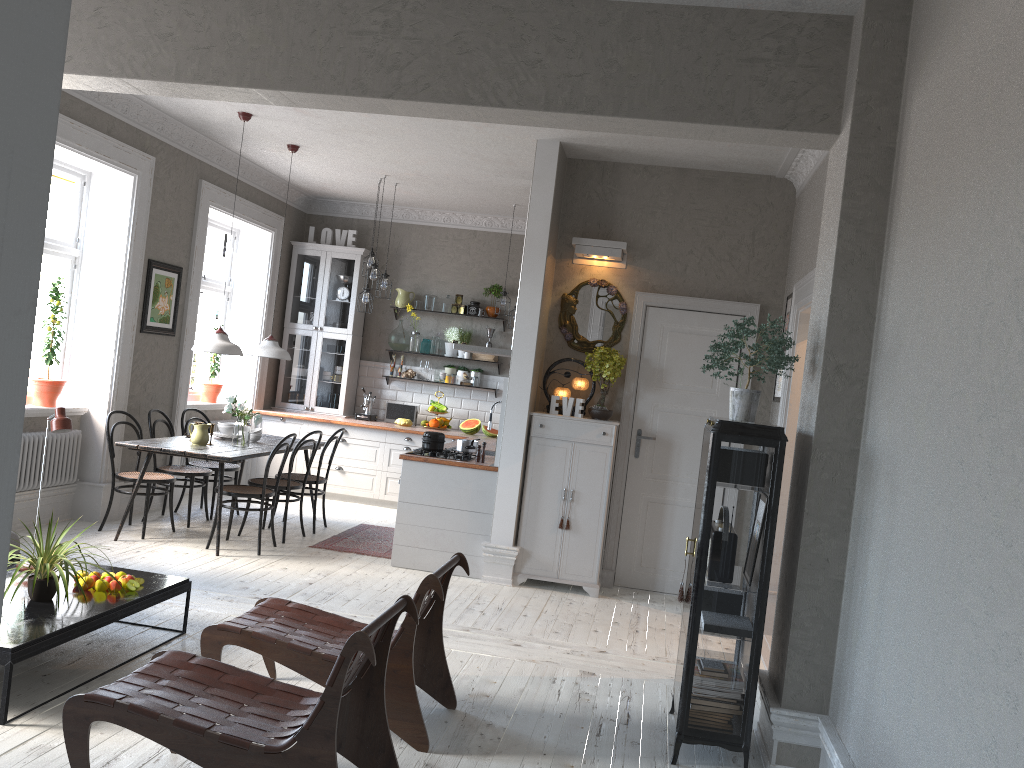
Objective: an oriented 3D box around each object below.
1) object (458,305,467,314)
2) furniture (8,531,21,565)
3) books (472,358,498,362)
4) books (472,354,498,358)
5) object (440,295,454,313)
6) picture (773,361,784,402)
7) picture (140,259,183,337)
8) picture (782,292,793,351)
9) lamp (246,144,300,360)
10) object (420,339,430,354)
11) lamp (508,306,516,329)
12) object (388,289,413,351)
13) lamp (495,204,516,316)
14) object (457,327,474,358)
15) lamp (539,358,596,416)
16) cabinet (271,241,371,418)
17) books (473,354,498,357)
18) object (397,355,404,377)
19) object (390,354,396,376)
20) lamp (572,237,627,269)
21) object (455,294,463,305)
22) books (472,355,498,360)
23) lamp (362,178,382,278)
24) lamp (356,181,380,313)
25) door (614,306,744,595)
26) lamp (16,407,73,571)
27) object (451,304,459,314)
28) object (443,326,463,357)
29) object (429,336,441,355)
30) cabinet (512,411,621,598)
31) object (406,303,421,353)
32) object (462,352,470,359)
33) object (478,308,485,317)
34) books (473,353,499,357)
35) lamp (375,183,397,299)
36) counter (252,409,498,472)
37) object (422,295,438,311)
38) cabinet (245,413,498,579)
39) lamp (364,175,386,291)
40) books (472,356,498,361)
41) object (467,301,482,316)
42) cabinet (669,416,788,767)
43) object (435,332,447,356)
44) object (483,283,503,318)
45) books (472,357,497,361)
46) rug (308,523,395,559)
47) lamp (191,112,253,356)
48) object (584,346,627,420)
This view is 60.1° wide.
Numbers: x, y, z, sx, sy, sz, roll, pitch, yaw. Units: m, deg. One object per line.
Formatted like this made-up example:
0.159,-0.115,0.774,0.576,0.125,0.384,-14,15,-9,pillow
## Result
-0.557,-0.833,9.981,0.082,0.113,0.084,7,0,18,object
-2.948,0.931,4.289,0.580,0.476,0.832,7,1,9,furniture
-0.304,-0.266,9.981,0.259,0.011,0.159,7,1,11,books
-0.299,-0.310,9.980,0.258,0.011,0.159,7,1,14,books
-0.737,-0.908,10.111,0.142,0.220,0.137,6,0,-32,object
1.950,-0.032,6.434,0.014,0.331,0.492,7,1,10,picture
-3.003,-0.729,7.612,0.020,0.619,0.524,7,0,10,picture
1.997,-0.444,6.429,0.012,0.416,0.284,7,0,10,picture
-2.006,-1.148,7.690,0.375,1.858,0.383,7,0,16,lamp
-0.977,-0.426,10.090,0.125,0.172,0.127,7,0,12,object
0.130,-1.436,9.266,0.149,1.735,0.144,7,0,-20,lamp
-1.273,-0.716,10.030,0.339,0.674,0.332,7,0,-23,object
-0.004,-1.574,9.148,0.143,1.735,0.150,7,0,40,lamp
-0.539,-0.478,9.983,0.187,0.380,0.166,6,0,-31,object
0.430,0.077,6.809,0.445,0.558,0.174,7,0,15,lamp
-2.137,-0.596,10.069,0.875,1.921,0.390,7,0,8,cabinet
-0.298,-0.321,9.980,0.259,0.011,0.159,7,1,11,books
-1.261,-0.204,10.091,0.052,0.264,0.063,7,0,44,object
-1.361,-0.216,10.119,0.054,0.264,0.060,7,0,-20,object
0.675,-1.011,6.837,0.413,0.171,0.221,7,0,8,lamp
-0.598,-0.950,9.979,0.083,0.113,0.082,7,0,-12,object
-0.301,-0.299,9.980,0.258,0.016,0.159,7,1,17,books
-1.291,-1.904,8.631,0.147,1.735,0.146,7,0,-5,lamp
-1.370,-1.574,8.798,0.149,1.735,0.144,7,0,-25,lamp
1.287,0.525,6.832,0.747,2.183,0.080,7,0,7,door
-2.351,0.526,4.456,0.246,0.839,0.141,7,0,44,lamp
-0.642,-0.843,9.996,0.082,0.113,0.083,7,0,8,object
-0.662,-0.481,10.051,0.241,0.354,0.238,7,0,26,object
-0.868,-0.429,9.986,0.122,0.206,0.127,7,0,31,object
0.414,0.892,6.706,0.663,1.297,0.386,7,0,8,cabinet
-1.117,-0.628,9.964,0.191,0.540,0.281,7,0,1,object
-0.502,-0.319,9.913,0.104,0.071,0.064,7,1,38,object
-0.336,-0.797,9.904,0.093,0.096,0.075,7,0,9,object
-0.297,-0.331,9.980,0.258,0.011,0.159,7,1,14,books
-1.181,-1.711,8.772,0.147,1.735,0.146,7,0,-5,lamp
-1.361,0.470,8.483,3.144,0.039,3.410,7,1,8,counter
-0.930,-0.912,10.040,0.176,0.184,0.168,6,1,-43,object
-0.941,0.932,8.575,2.028,0.854,4.110,6,1,-35,cabinet
-1.239,-1.765,8.462,0.150,1.735,0.144,6,0,-35,lamp
-0.302,-0.288,9.980,0.257,0.016,0.160,7,1,20,books
-0.425,-0.848,10.015,0.141,0.174,0.143,7,0,8,object
0.957,0.898,4.008,0.346,1.471,0.621,7,0,9,cabinet
-0.817,-0.453,10.132,0.130,0.264,0.133,7,0,14,object
-0.191,-0.932,9.939,0.256,0.397,0.246,7,0,33,object
-0.303,-0.278,9.980,0.258,0.011,0.159,7,1,14,books
-1.163,1.341,7.628,0.732,0.014,1.296,7,1,9,rug
-2.156,-1.156,6.802,0.387,1.858,0.371,6,0,-44,lamp
0.704,-0.005,6.696,0.291,0.553,0.347,7,1,42,object
